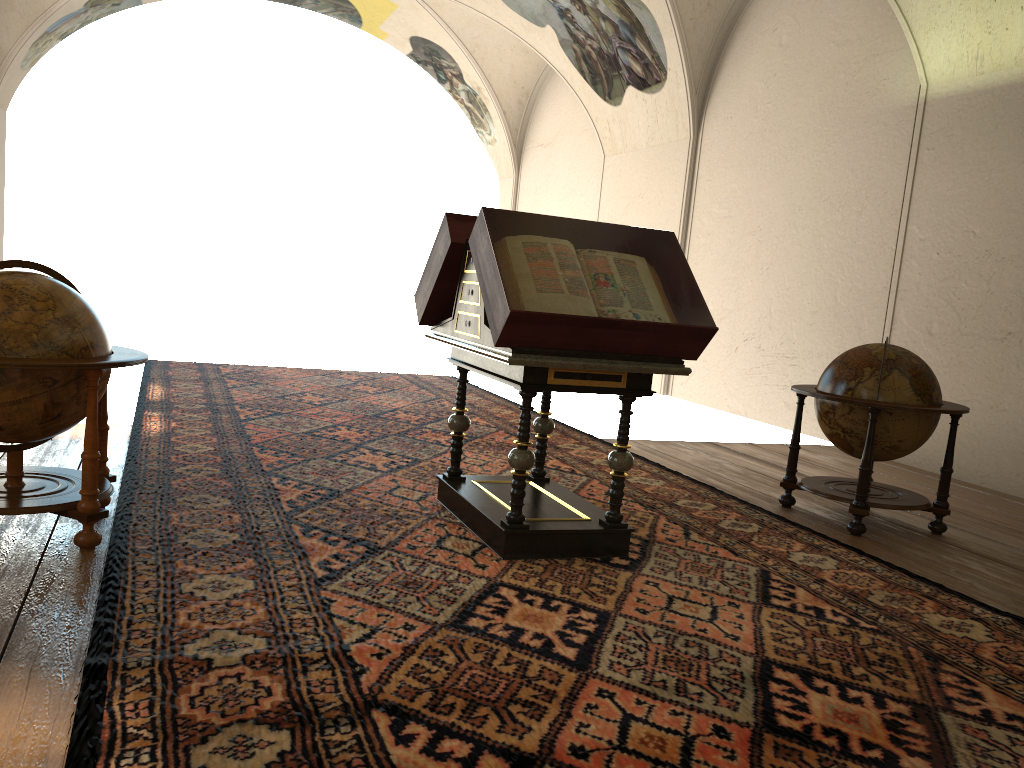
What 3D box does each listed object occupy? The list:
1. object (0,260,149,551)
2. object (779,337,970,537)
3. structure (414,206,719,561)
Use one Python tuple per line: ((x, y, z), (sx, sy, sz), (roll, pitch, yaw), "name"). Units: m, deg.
((-2.632, 0.070, 4.712), (1.278, 1.452, 1.277), (7, 7, 16), "object")
((2.792, 0.354, 6.866), (1.277, 1.452, 1.278), (10, 8, 30), "object")
((0.189, -0.025, 5.613), (1.245, 1.986, 1.886), (3, 7, -22), "structure")
